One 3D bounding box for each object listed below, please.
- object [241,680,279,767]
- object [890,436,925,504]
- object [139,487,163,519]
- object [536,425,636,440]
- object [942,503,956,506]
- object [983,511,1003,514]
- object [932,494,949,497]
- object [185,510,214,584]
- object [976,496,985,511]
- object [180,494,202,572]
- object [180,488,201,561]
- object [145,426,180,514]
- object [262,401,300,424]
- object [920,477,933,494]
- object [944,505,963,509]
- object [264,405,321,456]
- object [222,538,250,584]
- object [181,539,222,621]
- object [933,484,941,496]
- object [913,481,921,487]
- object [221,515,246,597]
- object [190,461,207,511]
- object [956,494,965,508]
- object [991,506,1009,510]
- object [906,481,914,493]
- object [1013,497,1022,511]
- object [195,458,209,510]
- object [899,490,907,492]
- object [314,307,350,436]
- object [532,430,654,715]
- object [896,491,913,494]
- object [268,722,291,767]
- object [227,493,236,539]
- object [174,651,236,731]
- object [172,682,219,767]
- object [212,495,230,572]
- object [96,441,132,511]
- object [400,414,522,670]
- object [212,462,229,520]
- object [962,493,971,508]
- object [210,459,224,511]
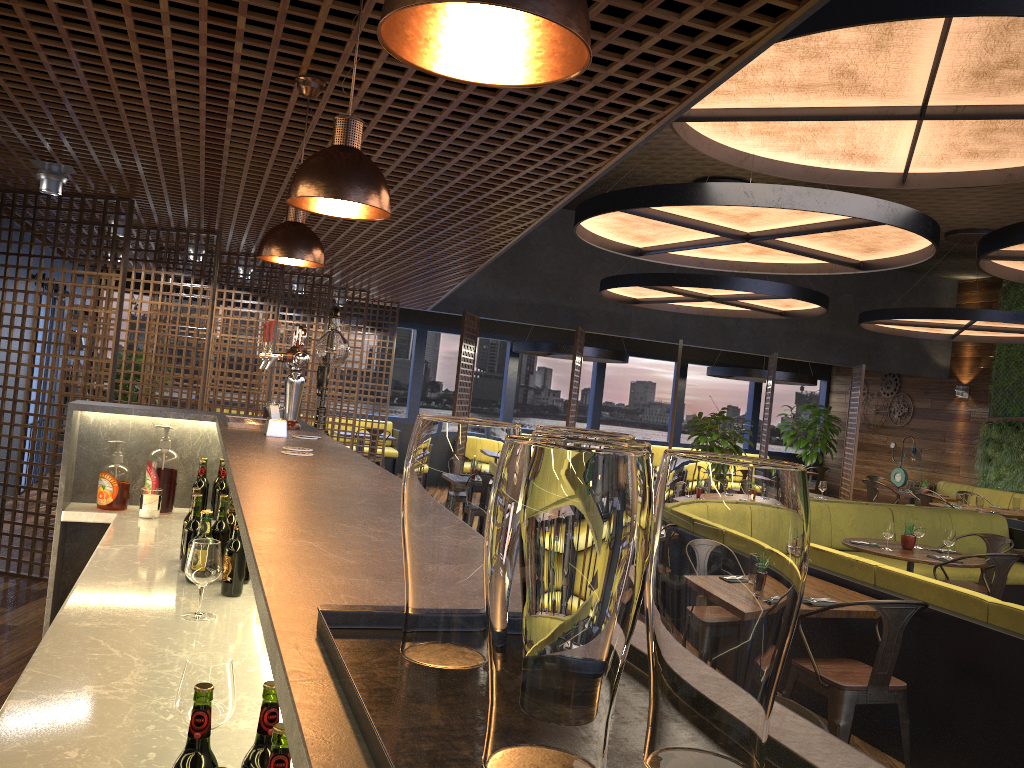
[{"bbox_3d":[-0.349,0.546,1.244,0.063,0.254,0.063,5,-1,43],"label":"object"},{"bbox_3d":[7.174,1.757,16.173,0.459,1.615,0.848,6,-1,-19],"label":"object"},{"bbox_3d":[-1.554,0.512,3.812,0.088,0.123,0.088,6,-1,-14],"label":"object"},{"bbox_3d":[0.058,0.146,0.820,0.105,0.209,0.105,6,-1,16],"label":"object"},{"bbox_3d":[5.884,1.609,11.832,0.157,0.019,0.255,6,-1,-20],"label":"object"},{"bbox_3d":[6.097,1.626,11.249,0.255,0.019,0.157,6,-1,-20],"label":"object"},{"bbox_3d":[6.554,1.697,13.533,0.157,0.019,0.255,6,-1,-20],"label":"object"},{"bbox_3d":[-0.972,0.512,2.790,0.088,0.224,0.088,6,-1,25],"label":"object"},{"bbox_3d":[6.004,1.537,11.382,0.102,0.178,0.102,6,-1,16],"label":"object"},{"bbox_3d":[-1.048,0.490,2.924,0.063,0.254,0.063,6,-1,33],"label":"object"},{"bbox_3d":[-1.103,0.486,3.064,0.063,0.254,0.063,6,-1,23],"label":"object"},{"bbox_3d":[-1.559,0.381,3.958,0.133,0.385,0.133,6,-1,20],"label":"object"},{"bbox_3d":[-1.012,0.125,3.897,0.091,0.091,0.177,7,-1,-44],"label":"object"},{"bbox_3d":[6.258,1.539,13.436,0.238,0.271,0.260,6,-1,2],"label":"object"},{"bbox_3d":[5.674,1.583,11.414,0.157,0.019,0.255,6,-1,-20],"label":"object"},{"bbox_3d":[-0.667,0.143,2.854,0.200,0.106,0.766,6,-1,-19],"label":"object"},{"bbox_3d":[-0.873,0.522,2.842,0.088,0.224,0.088,6,-1,10],"label":"object"},{"bbox_3d":[-0.842,0.530,2.413,0.097,0.206,0.097,6,-1,12],"label":"object"},{"bbox_3d":[6.431,1.603,13.433,0.102,0.178,0.102,6,-1,16],"label":"object"},{"bbox_3d":[6.217,1.583,13.628,0.102,0.178,0.102,6,-1,16],"label":"object"},{"bbox_3d":[-0.833,0.510,2.675,0.063,0.254,0.063,6,-1,-32],"label":"object"},{"bbox_3d":[-1.378,0.466,3.913,0.063,0.254,0.063,6,-1,-32],"label":"object"},{"bbox_3d":[5.814,1.519,11.516,0.102,0.178,0.102,6,-1,-34],"label":"object"},{"bbox_3d":[6.671,1.695,12.110,0.157,0.019,0.255,6,-1,-20],"label":"object"},{"bbox_3d":[6.051,1.564,13.488,0.102,0.178,0.102,6,-1,-34],"label":"object"},{"bbox_3d":[6.853,1.633,12.042,0.102,0.178,0.102,6,-1,-34],"label":"object"},{"bbox_3d":[-1.413,0.464,4.038,0.063,0.254,0.063,6,-1,-27],"label":"object"},{"bbox_3d":[6.108,1.653,13.760,0.255,0.019,0.157,6,-1,-20],"label":"object"},{"bbox_3d":[-1.159,0.000,5.511,0.263,0.944,0.566,6,-1,-27],"label":"object"},{"bbox_3d":[0.050,0.144,0.682,0.105,0.209,0.105,6,-1,16],"label":"object"},{"bbox_3d":[5.911,1.628,13.386,0.157,0.019,0.255,6,-1,-20],"label":"object"},{"bbox_3d":[-0.296,0.549,1.097,0.063,0.254,0.063,6,-1,-27],"label":"object"},{"bbox_3d":[-0.988,0.498,3.114,0.063,0.254,0.063,5,-1,43],"label":"object"},{"bbox_3d":[-0.509,0.555,1.464,0.097,0.206,0.097,6,-1,30],"label":"object"},{"bbox_3d":[-0.433,0.537,1.208,0.063,0.254,0.063,6,-1,-22],"label":"object"},{"bbox_3d":[-0.976,0.498,2.966,0.063,0.254,0.063,6,-1,8],"label":"object"},{"bbox_3d":[-1.755,0.402,3.928,0.133,0.301,0.133,6,-1,-14],"label":"object"},{"bbox_3d":[-0.048,0.135,0.775,0.105,0.209,0.105,6,-1,16],"label":"object"},{"bbox_3d":[-1.288,0.475,3.934,0.063,0.254,0.063,6,-1,-27],"label":"object"},{"bbox_3d":[6.014,1.542,11.746,0.102,0.178,0.102,6,-1,-34],"label":"object"},{"bbox_3d":[-1.347,0.472,4.093,0.063,0.254,0.063,6,-1,23],"label":"object"}]
